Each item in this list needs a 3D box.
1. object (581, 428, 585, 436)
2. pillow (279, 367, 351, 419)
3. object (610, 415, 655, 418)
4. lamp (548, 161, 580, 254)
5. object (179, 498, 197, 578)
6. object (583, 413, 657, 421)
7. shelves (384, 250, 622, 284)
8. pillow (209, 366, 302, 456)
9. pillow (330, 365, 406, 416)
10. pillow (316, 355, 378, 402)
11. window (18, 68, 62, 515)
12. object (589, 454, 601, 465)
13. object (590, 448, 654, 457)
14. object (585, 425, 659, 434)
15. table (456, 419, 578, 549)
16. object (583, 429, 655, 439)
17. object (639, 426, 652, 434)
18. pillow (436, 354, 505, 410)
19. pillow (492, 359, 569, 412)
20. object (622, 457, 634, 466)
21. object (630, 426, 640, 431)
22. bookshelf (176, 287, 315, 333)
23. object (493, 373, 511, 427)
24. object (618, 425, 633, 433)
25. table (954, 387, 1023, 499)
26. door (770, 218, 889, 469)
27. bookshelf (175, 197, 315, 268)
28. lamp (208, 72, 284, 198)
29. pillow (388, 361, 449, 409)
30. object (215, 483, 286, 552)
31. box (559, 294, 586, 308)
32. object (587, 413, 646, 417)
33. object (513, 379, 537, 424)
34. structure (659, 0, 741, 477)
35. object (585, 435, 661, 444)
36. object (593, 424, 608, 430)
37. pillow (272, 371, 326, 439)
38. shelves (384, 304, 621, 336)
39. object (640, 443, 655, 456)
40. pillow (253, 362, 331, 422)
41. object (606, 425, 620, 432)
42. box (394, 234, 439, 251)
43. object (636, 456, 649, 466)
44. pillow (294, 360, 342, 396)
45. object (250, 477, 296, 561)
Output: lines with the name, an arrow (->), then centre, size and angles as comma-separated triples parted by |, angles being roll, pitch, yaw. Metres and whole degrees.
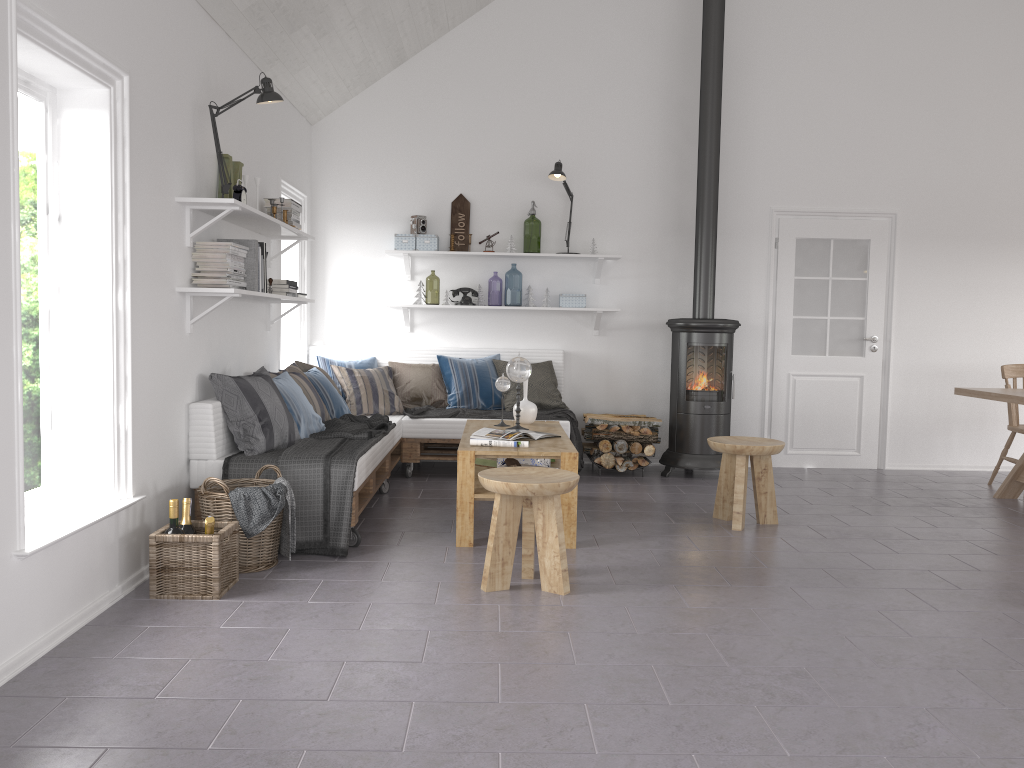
object -> 0.810, 0.385, 6.863 | 0.539, 0.070, 0.101 | 1, 4, 0
pillow -> -1.280, 0.102, 5.896 | 0.341, 0.408, 0.523 | 2, 4, 15
object -> 0.829, 0.268, 6.841 | 0.541, 0.070, 0.101 | 1, 4, 0
lamp -> 0.407, -1.346, 6.804 | 0.196, 0.703, 0.439 | 2, 4, 19
object -> -1.362, 0.658, 3.681 | 0.094, 0.361, 0.127 | 1, 4, -1
object -> 0.822, 0.271, 6.737 | 0.562, 0.074, 0.095 | 1, 4, 0
shelves -> -0.069, -0.909, 6.925 | 1.820, 0.212, 0.269 | 1, 4, -1
pillow -> -1.333, 0.142, 4.622 | 0.301, 0.444, 0.534 | 2, 4, 15
pillow -> -1.055, 0.058, 6.568 | 0.516, 0.392, 0.358 | -1, 4, -32
pillow -> -1.222, -0.001, 6.808 | 0.534, 0.437, 0.287 | -1, 4, -28
window -> -1.765, -0.318, 3.145 | 0.117, 1.655, 0.685 | 1, 4, -1
object -> 0.627, 0.551, 6.848 | 0.052, 0.056, 0.561 | 1, 4, -1
object -> 0.826, 0.519, 6.671 | 0.468, 0.069, 0.095 | 1, 4, -1
object -> 0.845, 0.347, 6.842 | 0.562, 0.057, 0.097 | 1, 4, -2
table -> 0.016, 0.529, 5.137 | 0.607, 0.485, 1.457 | 1, 4, -1
object -> 0.812, 0.377, 6.734 | 0.538, 0.082, 0.099 | 1, 4, -2
object -> 0.991, 0.320, 6.783 | 0.098, 0.088, 0.466 | 1, 4, 0
pillow -> -0.283, -0.014, 6.743 | 0.526, 0.428, 0.311 | 0, 4, -23
pillow -> 0.144, 0.016, 6.768 | 0.519, 0.395, 0.334 | 0, 4, -23
object -> 0.851, 0.560, 6.801 | 0.097, 0.056, 0.562 | 1, 4, -2
object -> 0.922, 0.318, 6.772 | 0.044, 0.034, 0.425 | 1, 4, -2
bookshelf -> -1.434, -0.398, 5.002 | 0.269, 0.212, 1.820 | 1, 4, -1
object -> -0.058, 0.096, 5.497 | 0.109, 0.329, 0.109 | -1, 4, -33
object -> 0.849, 0.315, 6.783 | 0.096, 0.068, 0.467 | 1, 4, -2
table -> 4.156, 0.452, 5.569 | 2.300, 0.749, 1.001 | 1, 4, -1
door -> 2.543, -0.312, 7.149 | 0.902, 2.013, 0.101 | 1, 4, -1
bookshelf -> -1.425, -0.807, 4.974 | 0.269, 0.212, 1.820 | 1, 4, -1
lamp -> -1.346, -1.225, 4.436 | 0.196, 0.703, 0.439 | 4, 5, 34
pillow -> -0.692, 0.030, 6.750 | 0.521, 0.381, 0.366 | 1, 4, -5
object -> -1.164, 0.605, 3.955 | 0.367, 0.332, 0.303 | 5, 5, 45
box -> 0.475, -0.649, 6.963 | 0.202, 0.110, 0.137 | 1, 4, -1
object -> 0.819, 0.263, 6.925 | 0.467, 0.063, 0.095 | 1, 4, -1
object -> 0.085, 0.094, 5.625 | 0.155, 0.325, 0.155 | -1, 4, -31
structure -> 1.450, -1.749, 6.663 | 0.643, 4.887, 0.626 | -1, 4, -25
object -> 0.838, 0.415, 6.708 | 0.562, 0.063, 0.095 | 1, 4, 0
object -> 0.675, 0.311, 6.774 | 0.098, 0.061, 0.467 | 1, 4, 0
pillow -> -1.296, 0.144, 5.074 | 0.331, 0.401, 0.525 | 2, 4, 18
shelves -> -0.077, -0.499, 6.952 | 1.820, 0.212, 0.269 | 1, 4, -1
object -> 1.013, 0.455, 6.812 | 0.118, 0.142, 0.520 | 1, 4, 2
pillow -> -1.332, 0.097, 5.453 | 0.316, 0.438, 0.546 | 2, 4, 11
object -> 0.759, 0.314, 6.782 | 0.098, 0.060, 0.467 | 1, 4, 2
box -> -0.742, -1.095, 6.943 | 0.332, 0.131, 0.242 | 1, 4, -1
object -> 0.970, 0.570, 6.802 | 0.096, 0.060, 0.467 | 1, 4, -1
pillow -> -1.356, 0.043, 6.304 | 0.334, 0.438, 0.545 | 1, 4, 4
object -> -1.171, 0.618, 4.014 | 0.349, 0.356, 0.290 | 1, 4, -7
